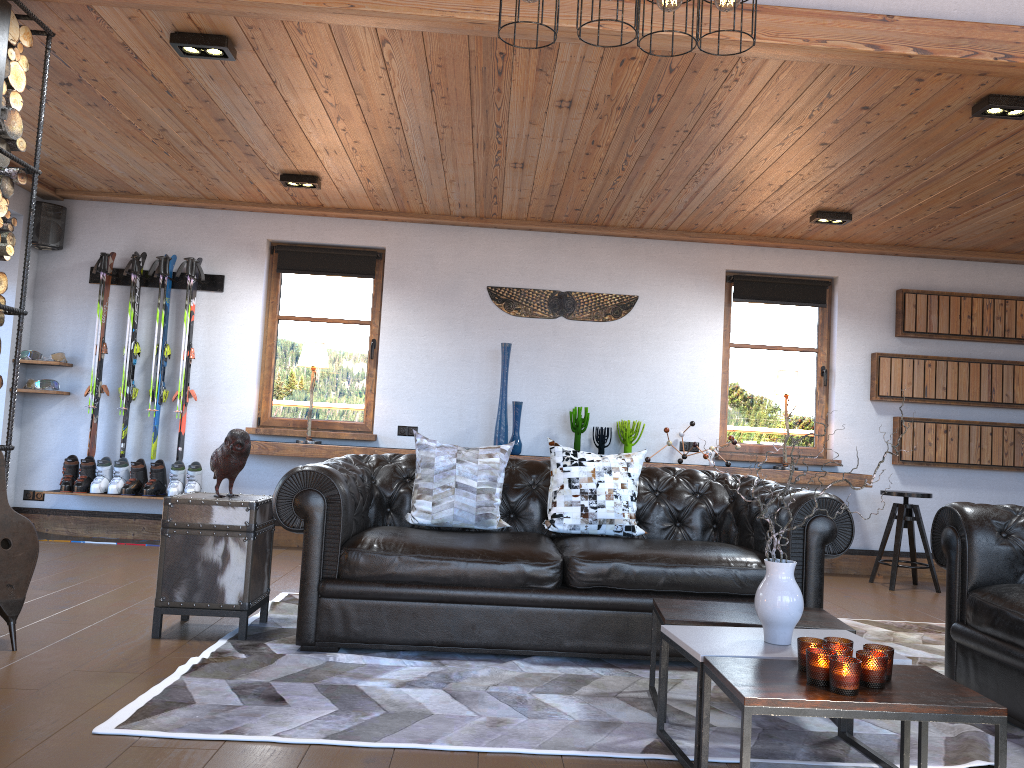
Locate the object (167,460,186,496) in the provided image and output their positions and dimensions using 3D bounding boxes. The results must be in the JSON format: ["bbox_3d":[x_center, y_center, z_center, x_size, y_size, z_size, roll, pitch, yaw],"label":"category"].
[{"bbox_3d":[-2.552,0.718,6.734,0.117,0.271,0.250,4,-4,-7],"label":"object"}]

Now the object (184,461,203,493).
[{"bbox_3d":[-2.426,0.726,6.741,0.117,0.271,0.250,4,-4,-7],"label":"object"}]

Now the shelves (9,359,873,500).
[{"bbox_3d":[-0.527,0.501,6.985,6.649,0.990,0.611,3,-4,-2],"label":"shelves"}]

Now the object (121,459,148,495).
[{"bbox_3d":[-2.855,0.700,6.715,0.116,0.271,0.253,2,-4,18],"label":"object"}]

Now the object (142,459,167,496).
[{"bbox_3d":[-2.721,0.710,6.754,0.116,0.271,0.252,2,-4,13],"label":"object"}]

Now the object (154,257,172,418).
[{"bbox_3d":[-2.746,-0.366,6.854,0.122,1.251,0.058,5,-5,-20],"label":"object"}]

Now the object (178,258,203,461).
[{"bbox_3d":[-2.482,-0.192,6.921,0.095,1.608,0.115,3,-4,-2],"label":"object"}]

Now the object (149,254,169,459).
[{"bbox_3d":[-2.789,-0.222,6.974,0.073,1.624,0.111,3,-4,-2],"label":"object"}]

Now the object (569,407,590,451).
[{"bbox_3d":[0.524,0.384,7.002,0.160,0.411,0.144,6,-5,-33],"label":"object"}]

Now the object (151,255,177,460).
[{"bbox_3d":[-2.714,-0.218,6.966,0.073,1.624,0.111,3,-4,-2],"label":"object"}]

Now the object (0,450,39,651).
[{"bbox_3d":[-2.078,0.664,3.593,0.265,0.796,0.265,5,-4,-19],"label":"object"}]

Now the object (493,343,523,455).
[{"bbox_3d":[-0.011,0.121,6.927,0.110,0.863,0.277,-1,-6,43],"label":"object"}]

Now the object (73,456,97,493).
[{"bbox_3d":[-3.227,0.679,6.700,0.116,0.271,0.251,3,-4,3],"label":"object"}]

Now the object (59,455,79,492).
[{"bbox_3d":[-3.345,0.672,6.697,0.117,0.271,0.250,4,-4,-12],"label":"object"}]

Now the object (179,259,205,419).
[{"bbox_3d":[-2.493,-0.351,6.879,0.122,1.251,0.058,7,-6,-40],"label":"object"}]

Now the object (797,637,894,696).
[{"bbox_3d":[0.860,0.740,2.342,0.243,0.081,0.305,1,-4,36],"label":"object"}]

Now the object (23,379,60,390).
[{"bbox_3d":[-3.659,0.004,6.874,0.348,0.084,0.190,1,-4,33],"label":"object"}]

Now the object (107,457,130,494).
[{"bbox_3d":[-2.984,0.694,6.727,0.116,0.271,0.251,3,-4,3],"label":"object"}]

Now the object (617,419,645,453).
[{"bbox_3d":[0.934,0.452,7.082,0.184,0.332,0.196,7,-6,-42],"label":"object"}]

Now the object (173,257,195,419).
[{"bbox_3d":[-2.546,-0.359,6.786,0.122,1.251,0.058,6,-5,-35],"label":"object"}]

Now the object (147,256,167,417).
[{"bbox_3d":[-2.758,-0.371,6.789,0.058,1.251,0.122,-1,-6,45],"label":"object"}]

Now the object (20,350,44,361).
[{"bbox_3d":[-3.728,-0.219,6.888,0.190,0.084,0.159,3,-4,-3],"label":"object"}]

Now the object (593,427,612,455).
[{"bbox_3d":[0.711,0.472,7.055,0.131,0.261,0.122,6,-5,-32],"label":"object"}]

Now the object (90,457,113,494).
[{"bbox_3d":[-3.105,0.686,6.707,0.116,0.271,0.251,3,-4,3],"label":"object"}]

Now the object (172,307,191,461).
[{"bbox_3d":[-2.580,-0.182,6.926,0.095,1.608,0.115,3,-4,-2],"label":"object"}]

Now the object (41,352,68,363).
[{"bbox_3d":[-3.550,-0.208,6.897,0.160,0.084,0.189,3,-4,-3],"label":"object"}]

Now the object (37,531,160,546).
[{"bbox_3d":[-2.975,1.163,6.712,1.626,0.065,0.307,3,-4,-3],"label":"object"}]

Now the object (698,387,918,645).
[{"bbox_3d":[0.887,0.402,2.767,0.618,0.809,0.407,3,-4,9],"label":"object"}]

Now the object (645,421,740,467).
[{"bbox_3d":[1.442,0.466,7.029,0.640,0.350,0.525,1,-4,25],"label":"object"}]

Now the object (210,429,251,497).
[{"bbox_3d":[-1.295,0.363,4.078,0.245,0.319,0.151,0,-5,39],"label":"object"}]
